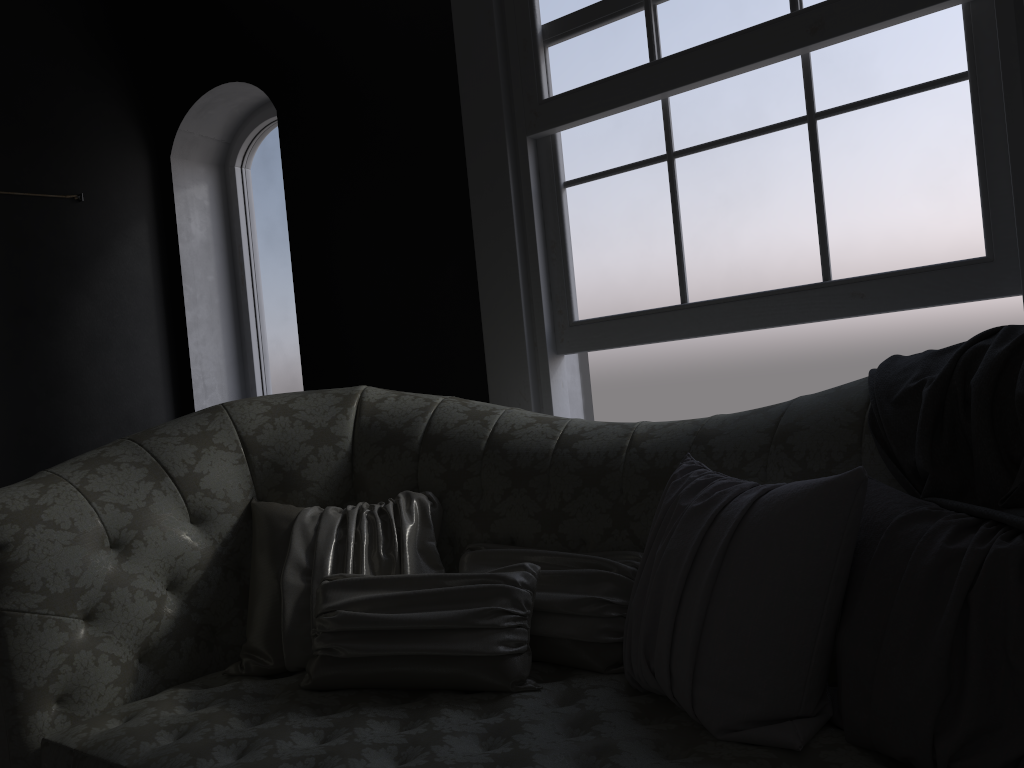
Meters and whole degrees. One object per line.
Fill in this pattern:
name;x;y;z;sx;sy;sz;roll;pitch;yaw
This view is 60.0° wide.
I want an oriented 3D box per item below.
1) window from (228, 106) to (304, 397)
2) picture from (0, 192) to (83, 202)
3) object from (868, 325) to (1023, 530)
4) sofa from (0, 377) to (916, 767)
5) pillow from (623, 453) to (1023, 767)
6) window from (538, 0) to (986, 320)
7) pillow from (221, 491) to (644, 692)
window;-1.075;-0.622;4.357;0.741;1.456;0.112;-6;0;38
picture;-3.278;-0.386;2.275;0.058;0.771;4.453;-5;-1;37
object;0.971;0.135;1.361;0.517;0.585;1.367;-5;-1;-3
sofa;0.178;0.509;1.868;2.816;1.160;1.604;-6;-1;39
pillow;0.547;0.358;1.514;0.404;0.461;0.965;-5;-1;-45
window;0.598;-1.062;2.526;1.264;1.671;0.056;-6;0;38
pillow;-0.253;0.467;2.107;1.106;0.416;0.528;-6;-1;38
